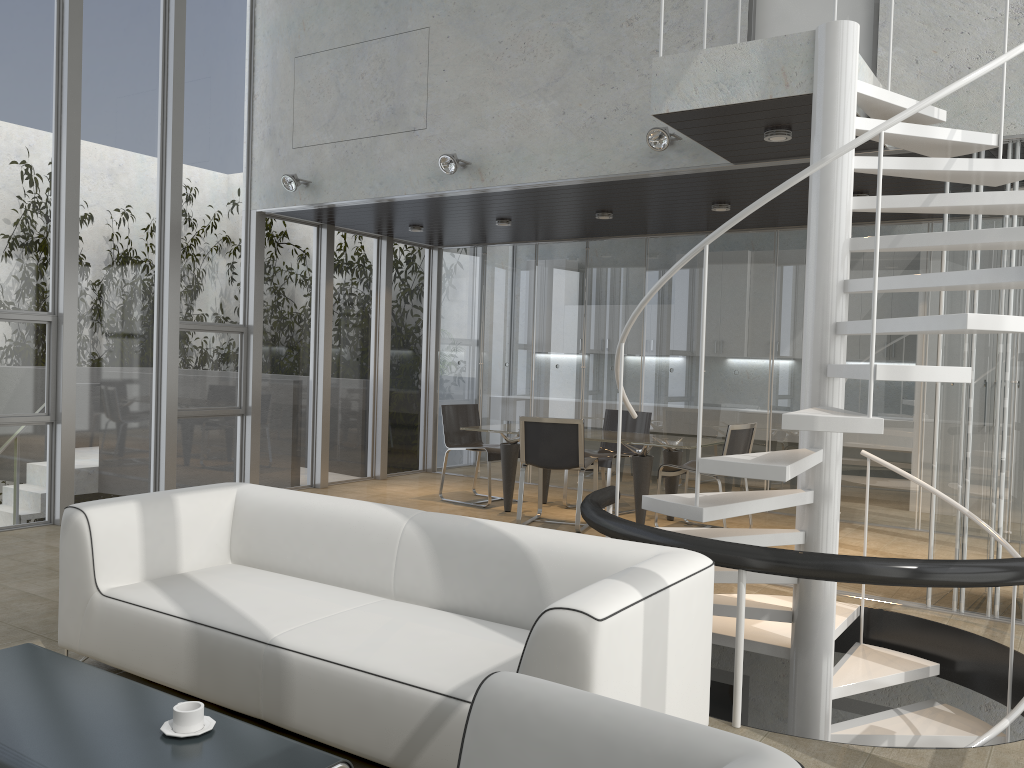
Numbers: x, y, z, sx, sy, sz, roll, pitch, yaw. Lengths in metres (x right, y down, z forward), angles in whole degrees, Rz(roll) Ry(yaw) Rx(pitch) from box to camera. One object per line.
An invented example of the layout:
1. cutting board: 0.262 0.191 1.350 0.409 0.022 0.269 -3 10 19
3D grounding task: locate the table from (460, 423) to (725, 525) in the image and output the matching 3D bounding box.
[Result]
1. table: 0.695 0.810 7.949 2.250 0.733 0.900 3 2 33

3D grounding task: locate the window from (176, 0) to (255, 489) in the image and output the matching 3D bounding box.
1. window: -2.680 -1.774 7.962 0.050 5.700 0.800 3 2 33

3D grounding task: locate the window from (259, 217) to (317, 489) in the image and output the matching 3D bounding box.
1. window: -2.240 -0.280 8.775 0.010 2.645 0.741 3 2 33

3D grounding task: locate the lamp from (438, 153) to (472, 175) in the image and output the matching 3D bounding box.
1. lamp: -0.448 -1.685 6.832 0.197 0.154 0.254 3 2 33

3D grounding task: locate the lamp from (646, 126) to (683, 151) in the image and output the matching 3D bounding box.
1. lamp: 1.001 -1.615 5.887 0.197 0.154 0.254 3 2 33

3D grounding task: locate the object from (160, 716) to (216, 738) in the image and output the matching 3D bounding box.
1. object: -0.838 0.889 2.295 0.130 0.014 0.136 0 2 -42

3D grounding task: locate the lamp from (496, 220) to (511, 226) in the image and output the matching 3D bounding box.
1. lamp: -0.080 -1.532 8.438 0.149 0.038 0.149 0 2 -42

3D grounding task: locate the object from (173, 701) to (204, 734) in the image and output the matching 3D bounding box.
1. object: -0.838 0.862 2.301 0.075 0.057 0.090 2 2 -8

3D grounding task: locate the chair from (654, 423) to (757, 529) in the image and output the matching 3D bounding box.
1. chair: 1.612 0.768 7.335 0.660 0.922 0.546 3 2 38

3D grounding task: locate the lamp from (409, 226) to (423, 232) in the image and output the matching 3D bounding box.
1. lamp: -0.976 -1.576 9.023 0.149 0.038 0.149 0 2 -42

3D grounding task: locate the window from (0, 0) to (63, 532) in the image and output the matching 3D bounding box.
1. window: -3.678 -1.765 6.432 0.050 5.700 0.800 3 2 33

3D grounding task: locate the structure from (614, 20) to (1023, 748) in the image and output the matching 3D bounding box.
1. structure: 0.490 0.761 6.681 6.700 6.900 4.916 3 2 33

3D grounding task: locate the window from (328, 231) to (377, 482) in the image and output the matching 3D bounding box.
1. window: -1.740 -0.285 9.540 0.010 2.645 0.741 3 2 33

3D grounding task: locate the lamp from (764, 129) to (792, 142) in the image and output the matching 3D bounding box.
1. lamp: 1.490 -1.392 4.970 0.149 0.038 0.149 0 2 -42

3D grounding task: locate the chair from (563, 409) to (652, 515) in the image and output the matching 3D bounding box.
1. chair: 0.906 0.719 8.358 0.546 0.922 0.660 3 2 43

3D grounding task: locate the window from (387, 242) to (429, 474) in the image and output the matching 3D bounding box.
1. window: -1.241 -0.289 10.305 0.010 2.645 0.741 3 2 33

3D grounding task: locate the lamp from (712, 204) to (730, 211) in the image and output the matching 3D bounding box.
1. lamp: 1.713 -1.446 7.268 0.149 0.038 0.149 0 2 -42

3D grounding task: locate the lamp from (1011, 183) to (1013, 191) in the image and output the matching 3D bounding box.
1. lamp: 3.505 -1.359 6.099 0.149 0.038 0.149 0 2 -42

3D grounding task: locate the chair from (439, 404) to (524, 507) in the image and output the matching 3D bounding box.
1. chair: -0.295 0.675 8.586 0.660 0.922 0.546 3 2 38

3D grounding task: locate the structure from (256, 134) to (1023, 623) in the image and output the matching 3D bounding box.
1. structure: -2.111 -2.140 5.149 9.817 6.605 10.665 3 2 32

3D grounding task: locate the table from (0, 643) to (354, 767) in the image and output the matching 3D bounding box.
1. table: -1.133 1.080 2.363 1.420 0.390 0.532 3 2 33

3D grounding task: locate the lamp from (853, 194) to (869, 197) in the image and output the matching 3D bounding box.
1. lamp: 2.609 -1.402 6.684 0.149 0.038 0.149 0 2 -42

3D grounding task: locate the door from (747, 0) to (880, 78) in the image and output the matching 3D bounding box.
1. door: 1.893 -2.767 5.515 0.800 2.100 0.100 3 2 33

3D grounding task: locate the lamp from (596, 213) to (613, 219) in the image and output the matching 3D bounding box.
1. lamp: 0.816 -1.489 7.853 0.149 0.038 0.149 0 2 -42

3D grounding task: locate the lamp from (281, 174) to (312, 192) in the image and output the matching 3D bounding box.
1. lamp: -1.904 -1.755 7.766 0.197 0.154 0.228 3 2 33

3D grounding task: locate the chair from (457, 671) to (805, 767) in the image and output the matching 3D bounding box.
1. chair: 0.002 0.937 1.447 0.720 0.635 0.829 3 2 38

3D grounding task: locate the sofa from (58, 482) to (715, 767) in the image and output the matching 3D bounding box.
1. sofa: -0.605 0.863 3.488 2.601 0.638 0.971 3 2 33

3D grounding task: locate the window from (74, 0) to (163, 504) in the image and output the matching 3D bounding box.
1. window: -3.191 -1.770 7.205 0.010 5.650 0.741 3 2 33

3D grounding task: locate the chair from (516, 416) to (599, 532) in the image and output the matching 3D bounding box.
1. chair: 0.395 0.727 7.454 0.546 0.922 0.660 2 2 18
